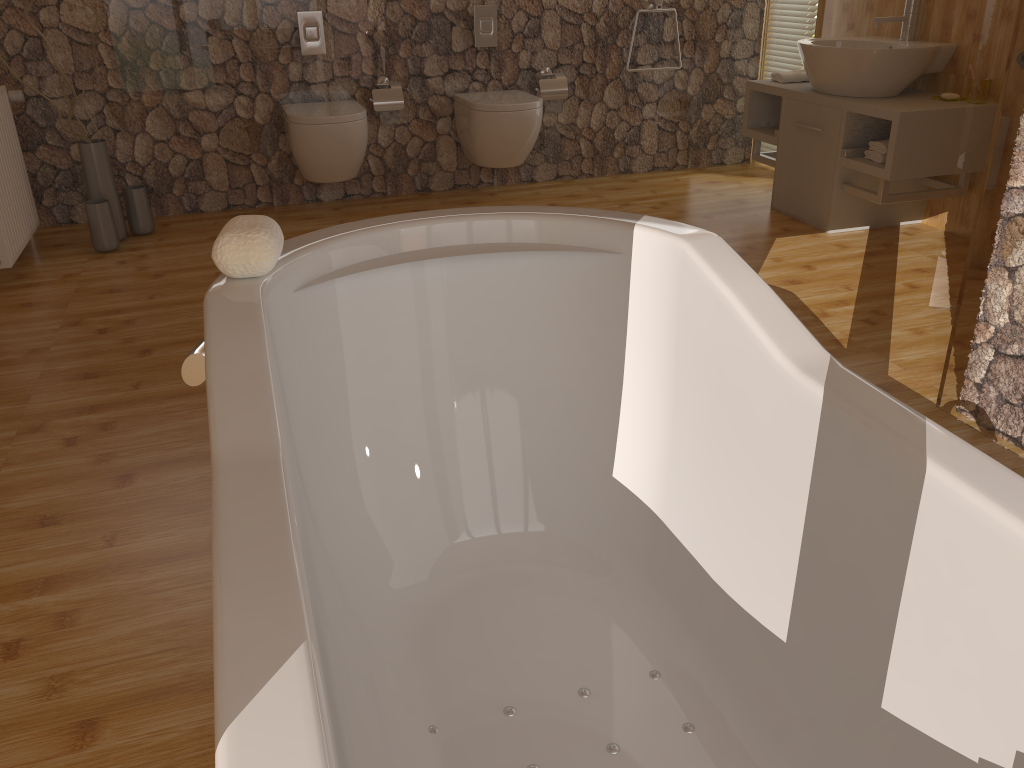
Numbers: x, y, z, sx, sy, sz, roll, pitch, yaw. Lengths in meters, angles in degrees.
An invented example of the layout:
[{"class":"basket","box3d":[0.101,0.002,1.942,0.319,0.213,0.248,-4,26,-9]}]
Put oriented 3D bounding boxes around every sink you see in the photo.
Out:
[{"class":"sink","box3d":[1.557,-1.504,3.908,0.533,0.409,0.634,-9,26,-15]}]

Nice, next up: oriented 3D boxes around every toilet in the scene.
[{"class":"toilet","box3d":[-0.053,-1.295,4.553,0.371,0.337,0.507,-9,26,-15]},{"class":"toilet","box3d":[-0.894,-1.167,4.323,0.371,0.337,0.507,-9,26,-15]}]

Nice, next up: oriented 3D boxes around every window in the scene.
[{"class":"window","box3d":[2.183,-1.538,3.194,0.010,2.164,3.964,-9,26,-15]}]

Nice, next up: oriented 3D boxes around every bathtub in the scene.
[{"class":"bathtub","box3d":[0.092,0.237,1.070,0.977,0.900,1.946,-7,26,-13]}]

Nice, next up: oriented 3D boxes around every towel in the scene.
[{"class":"towel","box3d":[1.406,-1.515,4.358,0.225,0.048,0.140,-6,26,-10]},{"class":"towel","box3d":[1.632,-1.002,3.714,0.225,0.048,0.140,-6,26,-10]},{"class":"towel","box3d":[1.622,-0.970,3.735,0.225,0.048,0.140,-6,26,-10]}]

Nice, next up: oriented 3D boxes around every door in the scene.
[{"class":"door","box3d":[1.886,-1.180,2.458,0.983,2.147,0.077,9,27,21]}]

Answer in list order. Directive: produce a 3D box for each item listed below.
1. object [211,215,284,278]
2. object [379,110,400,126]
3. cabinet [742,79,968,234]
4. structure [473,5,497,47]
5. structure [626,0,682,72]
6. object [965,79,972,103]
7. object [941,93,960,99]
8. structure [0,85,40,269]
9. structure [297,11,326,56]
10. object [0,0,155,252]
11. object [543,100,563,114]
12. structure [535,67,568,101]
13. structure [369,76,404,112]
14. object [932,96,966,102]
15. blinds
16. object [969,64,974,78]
[{"class":"object","box3d":[-0.418,-0.220,1.412,0.105,0.077,0.166,-5,26,-8]},{"class":"object","box3d":[-0.627,-1.392,4.490,0.098,0.151,0.090,-9,26,-15]},{"class":"cabinet","box3d":[1.573,-1.063,4.122,0.517,0.570,1.136,-9,26,-15]},{"class":"structure","box3d":[-0.136,-1.840,4.558,0.120,0.200,0.010,-9,26,-15]},{"class":"structure","box3d":[0.754,-1.894,4.771,0.332,0.387,0.133,-9,26,-15]},{"class":"object","box3d":[1.894,-1.190,3.602,0.060,0.093,0.060,-9,26,-15]},{"class":"object","box3d":[1.835,-1.205,3.712,0.075,0.023,0.050,7,27,17]},{"class":"structure","box3d":[-2.075,-0.867,3.616,0.150,0.600,0.745,-9,26,-15]},{"class":"structure","box3d":[-0.977,-1.711,4.328,0.120,0.200,0.010,-9,26,-15]},{"class":"object","box3d":[-1.867,-1.106,3.733,0.277,1.123,0.658,1,26,5]},{"class":"object","box3d":[0.212,-1.520,4.719,0.098,0.151,0.090,-9,26,-15]},{"class":"structure","box3d":[0.197,-1.594,4.707,0.170,0.151,0.154,-9,26,-15]},{"class":"structure","box3d":[-0.641,-1.466,4.477,0.170,0.151,0.154,-9,26,-15]},{"class":"object","box3d":[1.833,-1.197,3.715,0.100,0.010,0.100,-9,26,-15]},{"class":"blinds","box3d":[1.519,-2.245,4.687,0.042,2.178,0.420,-9,26,-15]},{"class":"object","box3d":[1.874,-1.228,3.598,0.063,0.132,0.012,4,26,11]}]
